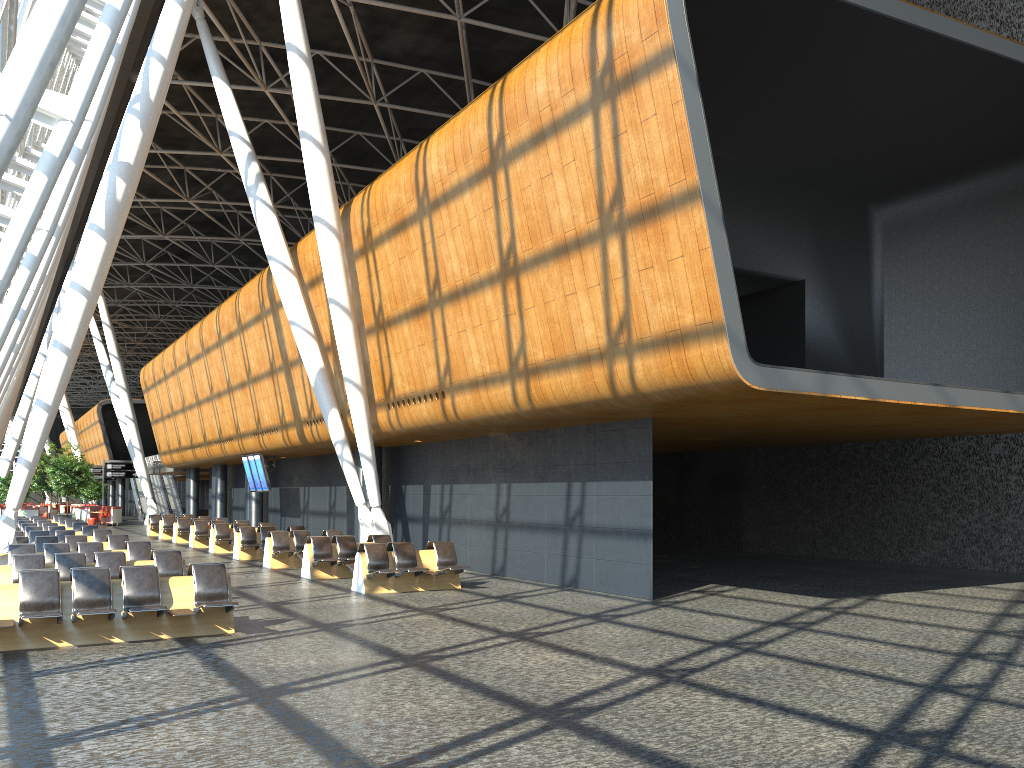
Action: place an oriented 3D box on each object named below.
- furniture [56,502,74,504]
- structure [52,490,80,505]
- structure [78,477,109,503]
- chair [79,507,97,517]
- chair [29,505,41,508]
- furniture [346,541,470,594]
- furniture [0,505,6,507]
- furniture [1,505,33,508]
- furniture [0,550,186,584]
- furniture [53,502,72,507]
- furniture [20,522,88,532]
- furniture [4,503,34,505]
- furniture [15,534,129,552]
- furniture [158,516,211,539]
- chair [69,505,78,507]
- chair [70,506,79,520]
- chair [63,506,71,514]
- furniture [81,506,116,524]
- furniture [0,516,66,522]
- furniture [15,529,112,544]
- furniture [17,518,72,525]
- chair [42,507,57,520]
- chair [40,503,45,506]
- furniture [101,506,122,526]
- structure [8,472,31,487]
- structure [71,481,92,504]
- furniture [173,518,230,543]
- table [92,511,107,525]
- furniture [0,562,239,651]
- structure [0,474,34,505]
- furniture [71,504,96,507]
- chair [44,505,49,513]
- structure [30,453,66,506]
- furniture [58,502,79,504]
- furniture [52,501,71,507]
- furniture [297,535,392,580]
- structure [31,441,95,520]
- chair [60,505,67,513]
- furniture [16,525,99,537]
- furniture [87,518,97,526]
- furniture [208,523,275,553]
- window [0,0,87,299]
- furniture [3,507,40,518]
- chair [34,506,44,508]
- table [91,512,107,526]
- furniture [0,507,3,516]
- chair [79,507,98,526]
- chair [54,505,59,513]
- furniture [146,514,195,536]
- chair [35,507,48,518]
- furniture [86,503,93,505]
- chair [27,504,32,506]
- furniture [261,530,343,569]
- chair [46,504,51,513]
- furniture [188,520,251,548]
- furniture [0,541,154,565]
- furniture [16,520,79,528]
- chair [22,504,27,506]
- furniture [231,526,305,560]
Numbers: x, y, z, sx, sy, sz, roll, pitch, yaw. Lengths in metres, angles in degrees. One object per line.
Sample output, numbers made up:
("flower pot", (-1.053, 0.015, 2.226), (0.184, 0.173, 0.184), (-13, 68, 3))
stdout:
("furniture", (-43.539, 11.963, 86.129), (1.900, 0.866, 1.667), (4, -7, -31))
("structure", (-29.342, 7.219, 58.232), (2.280, 3.466, 2.227), (1, -3, -18))
("structure", (-26.517, 7.270, 55.794), (1.780, 2.771, 1.739), (-1, -3, 17))
("chair", (-23.165, 7.204, 48.149), (0.661, 1.007, 0.625), (-1, -3, 14))
("chair", (-28.883, 7.813, 53.137), (0.622, 1.007, 0.664), (0, -3, -6))
("furniture", (-1.930, 3.348, 16.210), (1.900, 0.866, 1.667), (4, -7, -31))
("furniture", (-30.909, 7.919, 54.021), (0.889, 1.003, 2.844), (1, -6, -18))
("furniture", (-28.978, 7.645, 51.780), (2.829, 1.006, 0.892), (-3, -5, 27))
("furniture", (-6.600, 2.960, 13.161), (3.257, 0.866, 1.667), (4, -7, -31))
("furniture", (-45.073, 12.280, 88.707), (1.900, 0.866, 1.667), (4, -7, -31))
("furniture", (-14.270, 4.548, 26.050), (3.257, 0.866, 1.667), (4, -7, -31))
("furniture", (-34.588, 8.902, 61.980), (0.888, 1.003, 2.846), (-1, -6, 12))
("furniture", (-9.668, 3.595, 18.316), (3.257, 0.866, 1.667), (4, -7, -31))
("furniture", (-12.668, 5.571, 34.255), (1.900, 0.866, 1.667), (4, -7, -31))
("chair", (-26.473, 7.877, 53.608), (0.622, 1.007, 0.663), (-1, -3, 14))
("chair", (-24.044, 7.301, 48.937), (0.622, 1.007, 0.664), (0, -3, 4))
("chair", (-24.871, 7.404, 49.779), (0.660, 1.007, 0.625), (0, -3, 4))
("furniture", (-23.740, 7.478, 50.362), (2.829, 1.006, 0.892), (-3, -5, 27))
("furniture", (-18.872, 5.501, 33.783), (3.257, 0.866, 1.667), (4, -7, -31))
("furniture", (-11.202, 3.913, 20.894), (3.257, 0.866, 1.667), (4, -7, -31))
("furniture", (-17.338, 5.183, 31.205), (3.257, 0.866, 1.667), (4, -7, -31))
("chair", (-24.065, 6.902, 45.737), (0.661, 1.007, 0.625), (0, -3, -6))
("chair", (-33.388, 8.925, 62.146), (0.624, 1.007, 0.662), (-2, -4, 44))
("furniture", (-21.809, 7.203, 48.121), (0.889, 1.003, 2.844), (1, -6, -18))
("structure", (-26.341, 5.980, 46.182), (1.866, 2.960, 1.924), (-2, -3, 33))
("structure", (-31.561, 8.284, 64.903), (1.935, 2.986, 1.891), (-1, -3, 17))
("furniture", (-11.134, 5.254, 31.677), (1.900, 0.866, 1.667), (4, -7, -31))
("table", (-22.463, 7.305, 47.908), (0.799, 0.747, 0.803), (1, -4, -14))
("furniture", (-5.066, 2.642, 10.583), (3.257, 0.866, 1.667), (4, -7, -31))
("structure", (-24.779, 5.773, 43.732), (1.780, 2.771, 1.739), (-1, -3, 17))
("furniture", (-27.573, 8.272, 56.802), (2.829, 1.006, 0.892), (-3, -5, 27))
("chair", (-27.898, 7.696, 52.177), (0.661, 1.007, 0.625), (0, -3, -6))
("structure", (-32.448, 7.107, 61.650), (3.093, 4.518, 5.775), (1, -5, -8))
("furniture", (-42.005, 11.645, 83.551), (1.900, 0.866, 1.667), (4, -7, -31))
("furniture", (-46.607, 12.598, 91.285), (1.900, 0.866, 1.667), (4, -7, -31))
("furniture", (-3.464, 3.666, 18.788), (1.900, 0.866, 1.667), (4, -7, -31))
("structure", (-24.659, 5.389, 47.714), (3.098, 4.521, 5.820), (2, -5, -38))
("chair", (-27.877, 8.094, 55.378), (0.622, 1.007, 0.664), (0, -3, 4))
("furniture", (-12.736, 4.230, 23.472), (3.257, 0.866, 1.667), (4, -7, -31))
("furniture", (-21.924, 7.218, 46.033), (0.443, 0.458, 0.445), (1, -4, -18))
("furniture", (-8.066, 4.619, 26.522), (1.900, 0.866, 1.667), (4, -7, -31))
("window", (-39.864, 3.065, 67.628), (3.722, 13.992, 166.912), (1, -6, -31))
("furniture", (-25.145, 6.851, 45.340), (2.829, 1.006, 0.892), (-3, -5, 27))
("chair", (-26.120, 7.220, 48.324), (0.622, 1.007, 0.663), (-1, -3, 14))
("table", (-21.789, 7.135, 46.530), (0.799, 0.747, 0.803), (1, -4, -14))
("furniture", (-27.076, 7.126, 47.580), (0.889, 1.003, 2.844), (1, -6, -18))
("chair", (-22.641, 7.083, 47.167), (0.622, 1.007, 0.663), (-1, -3, 14))
("chair", (-28.704, 8.197, 56.220), (0.660, 1.007, 0.625), (0, -3, 4))
("furniture", (-14.202, 5.889, 36.833), (1.900, 0.866, 1.667), (4, -7, -31))
("chair", (-25.051, 7.020, 46.697), (0.622, 1.007, 0.664), (0, -3, -6))
("furniture", (-30.308, 9.003, 62.721), (0.890, 1.004, 2.840), (2, -7, -33))
("chair", (-33.276, 8.684, 60.202), (0.623, 1.007, 0.663), (-1, -3, 24))
("furniture", (-4.998, 3.983, 21.366), (1.900, 0.866, 1.667), (4, -7, -31))
("chair", (-30.954, 8.589, 59.405), (0.624, 1.007, 0.662), (-2, -4, 44))
("furniture", (-9.600, 4.936, 29.100), (1.900, 0.866, 1.667), (4, -7, -31))
("furniture", (-8.134, 3.277, 15.738), (3.257, 0.866, 1.667), (4, -7, -31))
("furniture", (-15.804, 4.865, 28.628), (3.257, 0.866, 1.667), (4, -7, -31))
("chair", (-32.903, 8.520, 58.878), (0.661, 1.007, 0.625), (-1, -3, 24))
("furniture", (-6.532, 4.301, 23.944), (1.900, 0.866, 1.667), (4, -7, -31))
